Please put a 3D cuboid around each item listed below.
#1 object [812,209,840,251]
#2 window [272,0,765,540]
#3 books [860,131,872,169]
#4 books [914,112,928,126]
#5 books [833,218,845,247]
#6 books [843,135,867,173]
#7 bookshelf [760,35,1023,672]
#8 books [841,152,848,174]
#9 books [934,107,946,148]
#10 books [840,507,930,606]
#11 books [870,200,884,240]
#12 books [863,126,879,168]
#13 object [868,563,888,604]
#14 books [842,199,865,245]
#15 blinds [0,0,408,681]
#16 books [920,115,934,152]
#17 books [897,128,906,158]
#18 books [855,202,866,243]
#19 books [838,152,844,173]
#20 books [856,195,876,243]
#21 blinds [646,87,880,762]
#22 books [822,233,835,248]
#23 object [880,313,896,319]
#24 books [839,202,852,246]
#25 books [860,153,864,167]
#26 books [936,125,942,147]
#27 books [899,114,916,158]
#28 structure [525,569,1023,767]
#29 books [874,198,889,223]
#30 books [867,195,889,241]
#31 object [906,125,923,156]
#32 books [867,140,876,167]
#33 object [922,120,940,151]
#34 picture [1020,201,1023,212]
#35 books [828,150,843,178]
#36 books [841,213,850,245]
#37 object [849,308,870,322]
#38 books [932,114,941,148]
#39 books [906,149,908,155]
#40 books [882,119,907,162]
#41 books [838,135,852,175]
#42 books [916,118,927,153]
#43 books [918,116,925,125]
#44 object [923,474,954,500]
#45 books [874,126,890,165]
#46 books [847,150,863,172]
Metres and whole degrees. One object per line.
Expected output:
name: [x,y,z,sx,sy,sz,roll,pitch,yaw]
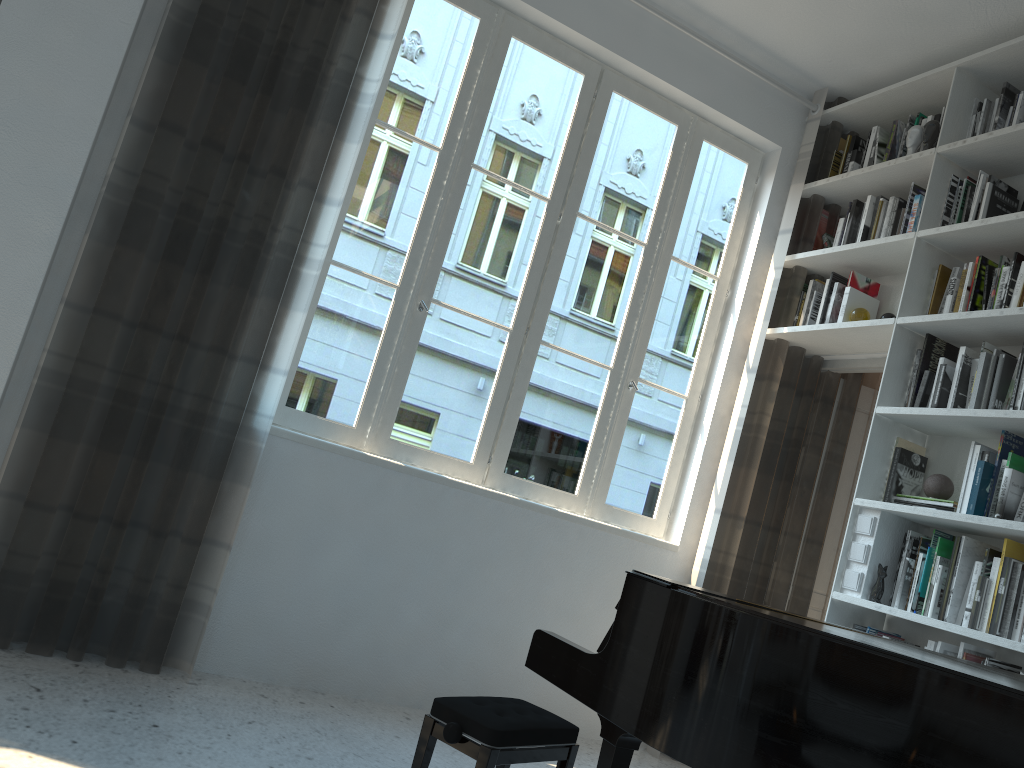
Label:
object: [1.529,-0.688,4.310,0.176,0.295,0.035,19,-8,-24]
window: [0.150,-0.502,3.890,1.986,2.006,0.073,19,-8,-24]
books: [1.712,-1.032,4.179,0.161,0.281,0.010,19,-8,-24]
books: [1.827,-1.044,3.977,0.129,0.314,0.029,19,-8,-24]
books: [1.587,-0.649,4.178,0.166,0.217,0.034,19,-8,-24]
books: [1.669,-1.029,4.243,0.177,0.269,0.025,19,-8,-24]
bookshelf: [2.512,0.216,1.431,0.331,3.138,6.296,19,-8,-24]
books: [1.653,-0.992,4.263,0.167,0.194,0.024,19,-8,-24]
books: [1.889,-1.033,3.838,0.154,0.291,0.013,19,-8,-24]
books: [1.437,0.678,3.413,0.307,0.339,0.106,19,-8,-24]
books: [1.684,-0.668,3.962,0.192,0.248,0.012,19,-8,-24]
books: [1.729,-1.033,4.139,0.189,0.283,0.028,19,-8,-24]
object: [1.363,0.742,3.292,0.045,0.146,0.045,14,-7,14]
books: [1.619,-0.685,4.097,0.186,0.282,0.023,19,-8,-24]
blinds: [-1.022,-0.634,3.148,0.777,3.226,0.140,19,-8,-24]
books: [1.857,-1.018,3.872,0.179,0.253,0.021,19,-8,-24]
books: [1.803,-1.016,4.014,0.130,0.257,0.030,19,-8,-24]
books: [1.650,-0.681,4.084,0.133,0.288,0.028,19,-8,-24]
books: [1.646,-1.003,4.302,0.151,0.223,0.023,19,-8,-24]
books: [1.651,-0.689,4.020,0.179,0.285,0.021,19,-8,-24]
blinds: [1.384,0.219,4.293,0.777,3.226,0.140,19,-8,-24]
books: [1.557,-0.626,4.251,0.129,0.175,0.121,19,-8,-24]
object: [1.616,-0.270,3.808,0.071,0.072,0.071,9,-10,43]
books: [1.610,-0.686,4.163,0.163,0.296,0.011,19,-8,-24]
books: [1.705,-0.986,4.199,0.145,0.195,0.031,19,-8,-24]
books: [1.882,-0.993,3.814,0.146,0.204,0.023,19,-8,-24]
books: [1.807,-1.042,3.991,0.146,0.304,0.014,19,-8,-24]
structure: [0.979,0.978,1.518,1.336,0.831,1.918,19,-8,-24]
books: [1.682,-0.677,3.975,0.162,0.268,0.013,19,-8,-24]
books: [1.681,-0.685,4.002,0.155,0.291,0.037,19,-8,-24]
object: [1.725,-1.021,3.817,0.067,0.197,0.067,14,-7,18]
books: [1.723,-0.999,4.105,0.176,0.206,0.030,19,-8,-24]
object: [1.759,-1.021,3.744,0.067,0.197,0.067,14,-7,18]
picture: [2.060,-0.681,3.331,0.077,0.299,0.300,19,-8,-24]
books: [1.617,-1.005,4.335,0.188,0.218,0.014,19,-8,-24]
books: [1.606,-0.658,4.117,0.172,0.228,0.022,19,-8,-24]
object: [1.527,-0.292,3.893,0.087,0.087,0.087,13,-8,24]
books: [1.866,-1.021,3.849,0.147,0.259,0.027,19,-8,-24]
books: [1.811,-0.987,3.941,0.159,0.187,0.024,19,-8,-24]
books: [1.776,-1.033,4.039,0.182,0.282,0.039,19,-8,-24]
books: [1.655,-1.036,4.285,0.175,0.285,0.014,19,-8,-24]
books: [1.838,-1.016,3.888,0.168,0.243,0.025,19,-8,-24]
books: [1.837,-1.027,3.932,0.158,0.275,0.013,19,-8,-24]
object: [1.604,0.391,3.334,0.105,0.106,0.105,9,-10,43]
books: [1.740,-1.028,4.075,0.191,0.262,0.057,19,-8,-24]
books: [1.670,-0.989,4.215,0.182,0.186,0.028,19,-8,-24]
